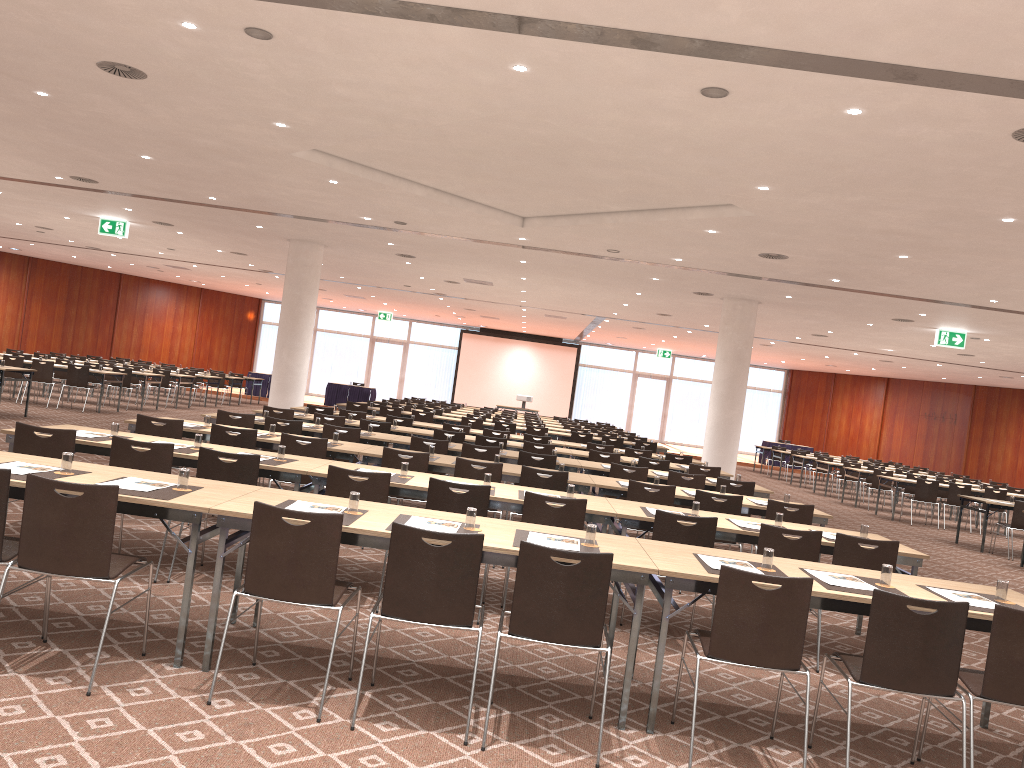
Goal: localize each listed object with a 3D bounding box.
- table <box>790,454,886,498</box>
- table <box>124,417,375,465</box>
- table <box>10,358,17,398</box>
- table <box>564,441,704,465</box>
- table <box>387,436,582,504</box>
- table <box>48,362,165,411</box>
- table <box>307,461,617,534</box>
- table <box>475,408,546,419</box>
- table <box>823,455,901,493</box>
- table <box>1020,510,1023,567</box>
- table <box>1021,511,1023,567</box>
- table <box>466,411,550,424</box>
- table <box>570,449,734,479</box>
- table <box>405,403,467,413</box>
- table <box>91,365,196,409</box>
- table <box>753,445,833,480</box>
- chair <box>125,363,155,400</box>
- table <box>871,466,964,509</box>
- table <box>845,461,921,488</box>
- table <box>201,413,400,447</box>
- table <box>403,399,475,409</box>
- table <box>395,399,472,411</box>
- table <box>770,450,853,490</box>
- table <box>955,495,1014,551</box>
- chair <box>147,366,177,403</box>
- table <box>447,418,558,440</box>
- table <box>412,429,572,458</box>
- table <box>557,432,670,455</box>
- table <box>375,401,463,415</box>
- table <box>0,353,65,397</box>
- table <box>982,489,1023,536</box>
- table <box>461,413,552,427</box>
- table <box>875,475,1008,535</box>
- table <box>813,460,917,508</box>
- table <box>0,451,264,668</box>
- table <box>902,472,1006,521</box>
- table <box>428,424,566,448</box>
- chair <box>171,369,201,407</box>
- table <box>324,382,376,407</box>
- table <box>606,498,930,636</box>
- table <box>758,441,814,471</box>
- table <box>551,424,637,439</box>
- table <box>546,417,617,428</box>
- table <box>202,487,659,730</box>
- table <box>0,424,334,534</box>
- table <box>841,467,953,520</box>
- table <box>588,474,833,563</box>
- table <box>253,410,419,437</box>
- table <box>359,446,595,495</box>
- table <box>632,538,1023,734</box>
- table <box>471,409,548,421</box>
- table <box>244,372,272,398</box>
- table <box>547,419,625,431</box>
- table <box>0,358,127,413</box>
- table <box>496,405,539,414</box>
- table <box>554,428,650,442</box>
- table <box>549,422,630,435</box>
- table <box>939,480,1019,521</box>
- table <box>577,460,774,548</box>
[{"bbox_3d":[8.870,2.523,24.281,2.267,0.833,0.953,8,0,1],"label":"table"},{"bbox_3d":[-2.632,0.912,8.942,2.267,0.833,0.953,8,0,1],"label":"table"},{"bbox_3d":[-11.676,-0.263,18.570,2.267,0.833,0.953,8,0,1],"label":"table"},{"bbox_3d":[1.955,1.553,14.877,2.267,0.833,0.953,8,0,1],"label":"table"},{"bbox_3d":[-0.353,1.226,10.910,2.267,0.833,0.953,8,0,1],"label":"table"},{"bbox_3d":[-9.398,0.051,20.538,2.267,0.833,0.953,8,0,1],"label":"table"},{"bbox_3d":[-0.412,1.201,6.910,2.267,0.833,0.953,8,0,1],"label":"table"},{"bbox_3d":[-0.096,1.335,28.408,2.267,0.833,0.953,8,0,1],"label":"table"},{"bbox_3d":[11.179,2.850,28.248,2.267,0.833,0.953,8,0,1],"label":"table"},{"bbox_3d":[8.701,2.451,12.782,2.267,0.833,0.953,8,0,1],"label":"table"},{"bbox_3d":[8.701,2.451,12.782,2.267,0.833,0.953,8,0,1],"label":"table"},{"bbox_3d":[-0.155,1.310,24.408,2.267,0.833,0.953,8,0,1],"label":"table"},{"bbox_3d":[1.925,1.541,12.878,2.267,0.833,0.953,8,0,1],"label":"table"},{"bbox_3d":[-2.405,1.008,24.440,2.267,0.833,0.953,8,0,1],"label":"table"},{"bbox_3d":[-9.368,0.064,22.538,2.267,0.833,0.953,8,0,1],"label":"table"},{"bbox_3d":[8.929,2.548,28.280,2.267,0.833,0.953,8,0,1],"label":"table"},{"bbox_3d":[-10.016,-0.071,24.008,0.535,0.939,0.614,8,0,1],"label":"chair"},{"bbox_3d":[11.120,2.825,24.249,2.267,0.833,0.953,8,0,1],"label":"table"},{"bbox_3d":[11.149,2.838,26.249,2.267,0.833,0.953,8,0,1],"label":"table"},{"bbox_3d":[-2.603,0.924,10.941,2.267,0.833,0.953,8,0,1],"label":"table"},{"bbox_3d":[-2.346,1.033,28.439,2.267,0.833,0.953,8,0,1],"label":"table"},{"bbox_3d":[-2.375,1.020,26.440,2.267,0.833,0.953,8,0,1],"label":"table"},{"bbox_3d":[8.900,2.535,26.280,2.267,0.833,0.953,8,0,1],"label":"table"},{"bbox_3d":[8.731,2.464,14.782,2.267,0.833,0.953,8,0,1],"label":"table"},{"bbox_3d":[-9.399,0.012,23.940,0.535,0.939,0.614,8,0,3],"label":"chair"},{"bbox_3d":[-0.243,1.273,18.409,2.267,0.833,0.953,8,0,1],"label":"table"},{"bbox_3d":[-0.324,1.239,12.909,2.267,0.833,0.953,8,0,1],"label":"table"},{"bbox_3d":[2.006,1.575,18.377,2.267,0.833,0.953,8,0,1],"label":"table"},{"bbox_3d":[-2.434,0.996,22.440,2.267,0.833,0.953,8,0,1],"label":"table"},{"bbox_3d":[-11.647,-0.251,20.570,2.267,0.833,0.953,8,0,1],"label":"table"},{"bbox_3d":[11.032,2.788,18.249,2.267,0.833,0.953,8,0,1],"label":"table"},{"bbox_3d":[-0.185,1.298,22.408,2.267,0.833,0.953,8,0,1],"label":"table"},{"bbox_3d":[8.782,2.486,18.281,2.267,0.833,0.953,8,0,1],"label":"table"},{"bbox_3d":[8.841,2.510,22.281,2.267,0.833,0.953,8,0,1],"label":"table"},{"bbox_3d":[-2.691,0.887,4.942,2.267,0.833,0.953,8,0,1],"label":"table"},{"bbox_3d":[11.091,2.813,22.249,2.267,0.833,0.953,8,0,1],"label":"table"},{"bbox_3d":[-0.295,1.251,14.909,2.267,0.833,0.953,8,0,1],"label":"table"},{"bbox_3d":[-8.719,0.103,23.849,0.535,0.939,0.614,8,0,3],"label":"chair"},{"bbox_3d":[-5.775,0.463,31.710,1.712,0.832,1.041,8,0,1],"label":"table"},{"bbox_3d":[1.837,1.504,6.878,2.267,0.833,0.953,8,0,1],"label":"table"},{"bbox_3d":[9.755,2.549,31.490,1.712,0.832,1.041,8,0,1],"label":"table"},{"bbox_3d":[2.065,1.600,22.377,2.267,0.833,0.953,8,0,1],"label":"table"},{"bbox_3d":[2.153,1.637,28.376,2.267,0.833,0.953,8,0,1],"label":"table"},{"bbox_3d":[-0.442,1.189,4.910,2.267,0.833,0.953,8,0,1],"label":"table"},{"bbox_3d":[-2.662,0.899,6.942,2.267,0.833,0.953,8,0,1],"label":"table"},{"bbox_3d":[8.812,2.498,20.281,2.267,0.833,0.953,8,0,1],"label":"table"},{"bbox_3d":[1.867,1.516,8.878,2.267,0.833,0.953,8,0,1],"label":"table"},{"bbox_3d":[-2.574,0.936,12.941,2.267,0.833,0.953,8,0,1],"label":"table"},{"bbox_3d":[-0.383,1.214,8.910,2.267,0.833,0.953,8,0,1],"label":"table"},{"bbox_3d":[1.808,1.491,4.879,2.267,0.833,0.953,8,0,1],"label":"table"},{"bbox_3d":[-0.126,1.323,26.408,2.267,0.833,0.953,8,0,1],"label":"table"},{"bbox_3d":[-8.593,0.084,31.750,1.712,0.832,1.041,8,0,1],"label":"table"},{"bbox_3d":[2.124,1.625,26.376,2.267,0.833,0.953,8,0,1],"label":"table"},{"bbox_3d":[-9.427,0.039,18.539,2.267,0.833,0.953,8,0,1],"label":"table"},{"bbox_3d":[0.154,1.259,31.643,1.539,0.832,0.953,8,0,1],"label":"table"},{"bbox_3d":[2.036,1.588,20.377,2.267,0.833,0.953,8,0,1],"label":"table"},{"bbox_3d":[2.094,1.612,24.376,2.267,0.833,0.953,8,0,1],"label":"table"},{"bbox_3d":[11.061,2.800,20.249,2.267,0.833,0.953,8,0,1],"label":"table"},{"bbox_3d":[1.896,1.528,10.878,2.267,0.833,0.953,8,0,1],"label":"table"}]
